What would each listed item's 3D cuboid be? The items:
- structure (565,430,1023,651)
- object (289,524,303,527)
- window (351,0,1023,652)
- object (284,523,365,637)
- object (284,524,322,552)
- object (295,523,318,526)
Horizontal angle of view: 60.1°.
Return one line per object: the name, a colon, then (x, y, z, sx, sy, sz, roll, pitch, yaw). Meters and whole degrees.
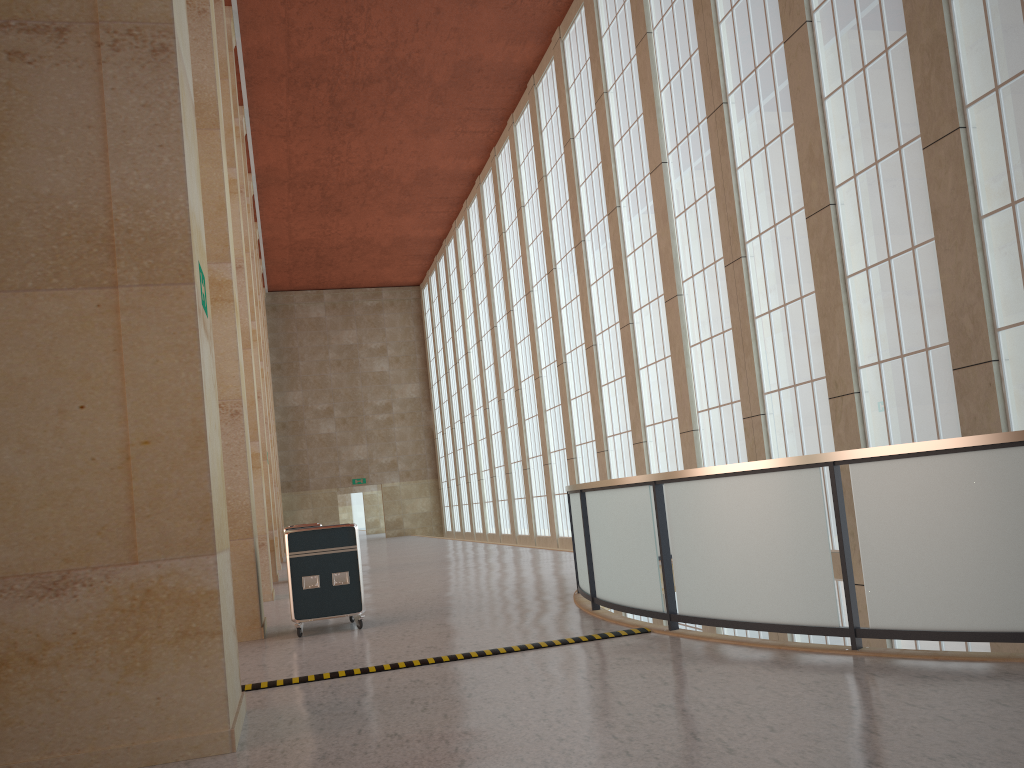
structure: (3.807, 1.873, 11.346, 5.236, 1.786, 13.175, -3, -8, -25)
object: (-12.267, 8.863, 50.986, 1.054, 1.534, 1.281, -5, -5, -14)
window: (-8.456, 9.386, 75.747, 0.010, 28.499, 166.070, -5, -7, -15)
object: (-2.815, 2.908, 13.287, 1.054, 1.534, 1.281, -5, -5, -14)
object: (-5.913, 4.810, 25.265, 1.054, 1.534, 1.281, -5, -5, -14)
object: (-8.875, 6.849, 38.389, 1.054, 1.534, 1.281, -5, -5, -14)
